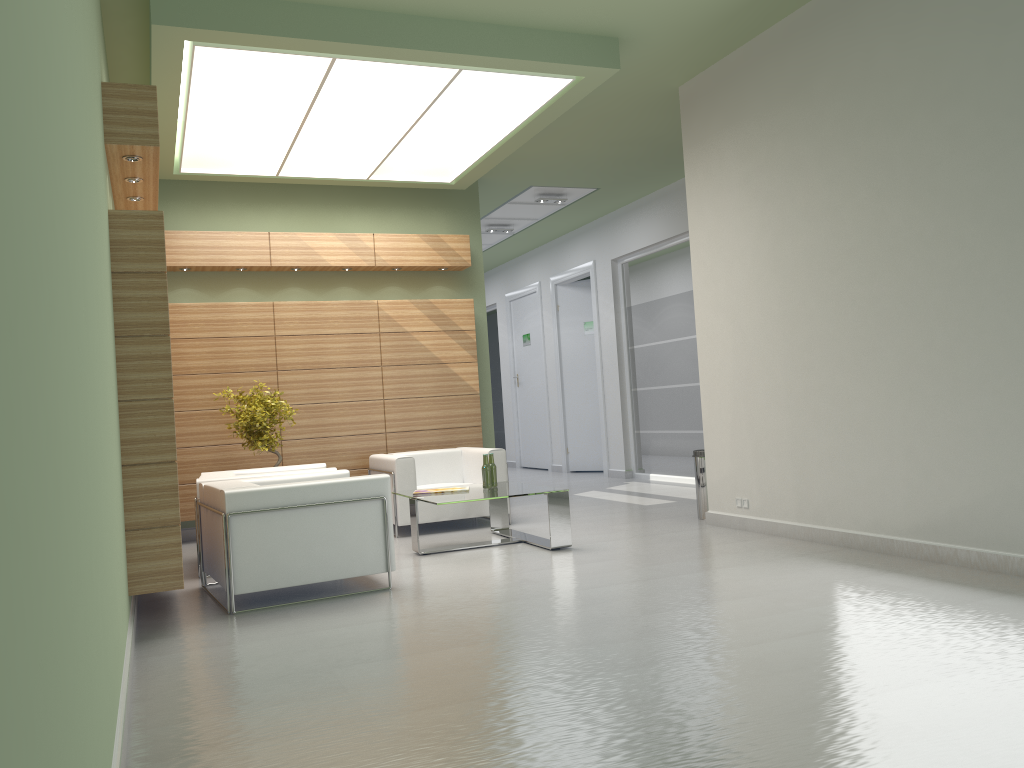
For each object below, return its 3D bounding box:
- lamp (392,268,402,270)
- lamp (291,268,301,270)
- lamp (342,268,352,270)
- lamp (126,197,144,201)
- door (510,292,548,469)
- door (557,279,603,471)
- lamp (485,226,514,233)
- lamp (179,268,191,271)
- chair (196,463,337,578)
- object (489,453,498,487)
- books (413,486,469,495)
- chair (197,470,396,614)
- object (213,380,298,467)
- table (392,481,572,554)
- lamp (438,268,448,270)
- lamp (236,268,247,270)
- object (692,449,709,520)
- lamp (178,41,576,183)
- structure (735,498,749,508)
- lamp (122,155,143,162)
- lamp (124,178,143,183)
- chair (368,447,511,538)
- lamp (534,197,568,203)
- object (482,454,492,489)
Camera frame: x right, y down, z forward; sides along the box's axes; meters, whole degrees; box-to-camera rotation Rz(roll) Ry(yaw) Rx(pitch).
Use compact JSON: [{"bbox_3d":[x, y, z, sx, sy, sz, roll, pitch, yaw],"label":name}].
[{"bbox_3d":[-2.095,-2.110,16.074,0.181,0.074,0.181,-5,-2,28],"label":"lamp"},{"bbox_3d":[-3.753,-2.019,15.395,0.181,0.074,0.181,-5,-2,28],"label":"lamp"},{"bbox_3d":[-2.930,-2.064,15.732,0.181,0.074,0.181,-3,-2,-28],"label":"lamp"},{"bbox_3d":[-4.290,-2.130,10.091,0.181,0.074,0.181,-2,-2,-39],"label":"lamp"},{"bbox_3d":[0.490,-0.058,26.238,0.250,5.083,2.089,-3,-2,-22],"label":"door"},{"bbox_3d":[2.237,-0.248,23.493,2.089,5.083,0.134,-5,-2,38],"label":"door"},{"bbox_3d":[-0.309,-3.849,21.947,0.657,0.159,0.286,-3,-2,-22],"label":"lamp"},{"bbox_3d":[-5.425,-1.929,14.710,0.181,0.074,0.181,-3,-2,-28],"label":"lamp"},{"bbox_3d":[-3.316,1.792,12.142,1.769,1.234,1.894,-3,-2,-17],"label":"chair"},{"bbox_3d":[-0.281,1.211,12.461,0.131,0.475,0.131,-5,-2,33],"label":"object"},{"bbox_3d":[-0.975,1.477,12.274,0.762,0.025,0.508,-4,-2,-2],"label":"books"},{"bbox_3d":[-2.456,1.677,9.985,1.802,1.234,1.894,-3,-2,-27],"label":"chair"},{"bbox_3d":[-3.935,1.200,13.688,1.116,2.565,1.201,-5,-2,36],"label":"object"},{"bbox_3d":[-0.478,1.825,12.077,1.783,0.742,2.197,-3,-2,-22],"label":"table"},{"bbox_3d":[-1.277,-2.154,16.409,0.181,0.074,0.181,-3,-2,-28],"label":"lamp"},{"bbox_3d":[-4.594,-1.974,15.050,0.181,0.074,0.181,-3,-2,-28],"label":"lamp"},{"bbox_3d":[2.998,1.508,13.398,0.482,1.027,0.483,-5,-2,39],"label":"object"},{"bbox_3d":[-2.268,-3.781,12.713,4.571,0.325,5.060,-3,-2,-22],"label":"lamp"},{"bbox_3d":[3.112,1.606,11.997,0.017,0.118,0.262,-3,-2,-22],"label":"structure"},{"bbox_3d":[-3.684,-2.210,8.603,0.181,0.074,0.181,-5,-2,40],"label":"lamp"},{"bbox_3d":[-3.984,-2.171,9.340,0.181,0.074,0.181,-2,-2,-39],"label":"lamp"},{"bbox_3d":[-1.220,1.721,14.556,1.894,1.234,1.802,-3,-2,-22],"label":"chair"},{"bbox_3d":[0.840,-4.001,19.123,0.657,0.159,0.286,-3,-2,-22],"label":"lamp"},{"bbox_3d":[-0.355,1.211,12.301,0.131,0.475,0.131,-5,-2,33],"label":"object"}]
